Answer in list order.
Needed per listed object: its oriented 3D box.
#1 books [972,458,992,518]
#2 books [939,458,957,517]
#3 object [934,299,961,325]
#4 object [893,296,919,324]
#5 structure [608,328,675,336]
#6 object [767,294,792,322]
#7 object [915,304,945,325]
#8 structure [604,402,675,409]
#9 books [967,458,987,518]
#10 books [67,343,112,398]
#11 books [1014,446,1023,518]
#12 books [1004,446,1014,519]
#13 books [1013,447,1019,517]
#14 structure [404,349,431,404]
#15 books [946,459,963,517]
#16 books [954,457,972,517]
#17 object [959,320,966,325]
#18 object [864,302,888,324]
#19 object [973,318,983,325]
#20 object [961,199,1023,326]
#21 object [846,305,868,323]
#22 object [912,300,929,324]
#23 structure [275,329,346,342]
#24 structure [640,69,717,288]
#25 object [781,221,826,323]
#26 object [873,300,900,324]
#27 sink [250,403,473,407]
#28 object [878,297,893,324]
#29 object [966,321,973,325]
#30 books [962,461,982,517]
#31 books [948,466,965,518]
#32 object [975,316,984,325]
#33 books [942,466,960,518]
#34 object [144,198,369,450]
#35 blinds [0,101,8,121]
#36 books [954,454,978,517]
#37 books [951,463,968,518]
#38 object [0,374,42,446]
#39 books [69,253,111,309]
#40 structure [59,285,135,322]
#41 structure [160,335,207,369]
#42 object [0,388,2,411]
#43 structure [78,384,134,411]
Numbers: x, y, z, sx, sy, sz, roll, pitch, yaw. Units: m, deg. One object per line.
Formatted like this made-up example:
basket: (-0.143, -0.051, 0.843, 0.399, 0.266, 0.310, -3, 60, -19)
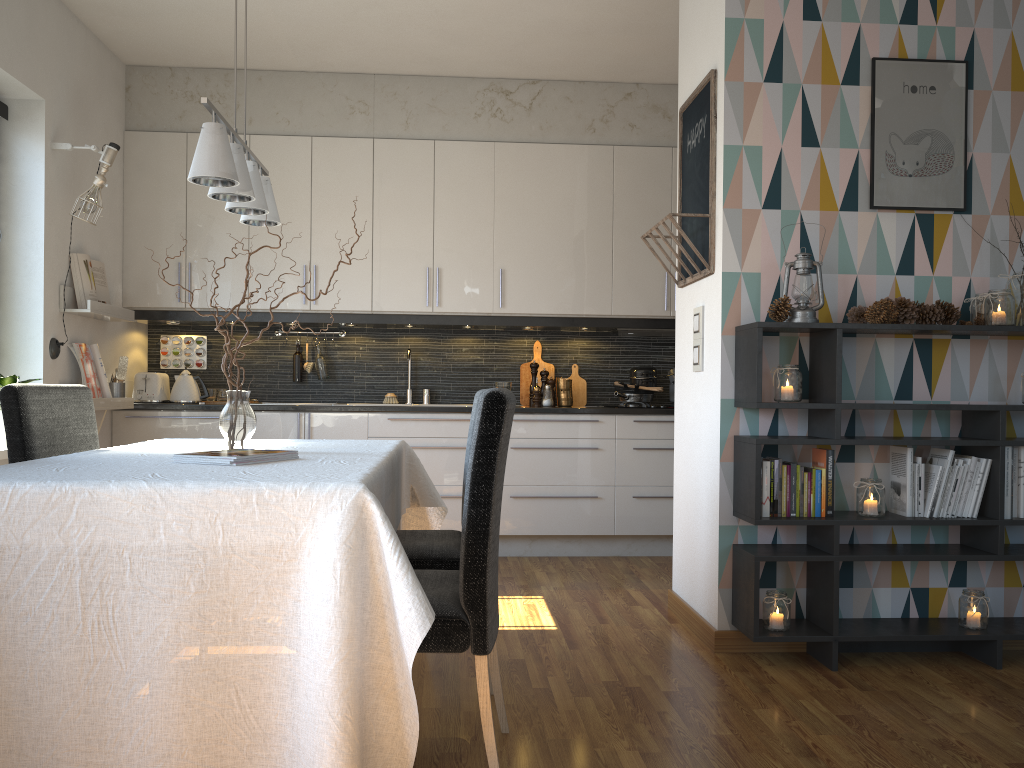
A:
books: (1.658, 0.370, 3.195, 0.067, 0.210, 0.135, 1, 0, -4)
books: (1.541, 0.369, 3.208, 0.067, 0.210, 0.135, 1, 0, -4)
object: (1.566, -0.257, 3.195, 0.092, 0.100, 0.083, 1, 0, 21)
object: (1.395, -0.257, 3.161, 0.108, 0.108, 0.094, 1, 0, -36)
structure: (0.935, -0.360, 5.527, 0.623, 0.148, 0.362, 1, 0, -4)
object: (0.941, -0.264, 3.114, 0.086, 0.101, 0.078, 1, 0, 10)
object: (1.486, -0.243, 3.171, 0.106, 0.086, 0.091, 1, 0, 10)
structure: (0.930, 0.130, 5.395, 0.662, 0.041, 0.500, 1, -1, -4)
books: (1.645, 0.370, 3.207, 0.067, 0.210, 0.135, 1, 0, -4)
books: (-2.126, -0.044, 4.485, 0.138, 0.330, 0.283, 1, 0, -6)
books: (1.808, 0.345, 3.228, 0.015, 0.264, 0.167, 1, 0, -4)
books: (1.734, 0.343, 3.193, 0.048, 0.265, 0.161, 1, 0, -4)
books: (1.789, 0.352, 3.240, 0.019, 0.250, 0.159, 1, 0, -4)
structure: (-0.576, -0.044, 5.499, 0.167, 0.347, 0.195, 1, 0, -12)
books: (1.562, 0.371, 3.197, 0.063, 0.207, 0.118, 1, 0, -4)
books: (1.595, 0.370, 3.212, 0.067, 0.210, 0.135, 1, 0, -4)
object: (1.650, -0.217, 3.240, 0.035, 0.035, 0.030, 1, 0, -31)
object: (1.274, -0.245, 3.104, 0.082, 0.085, 0.082, 1, 0, 11)
object: (1.661, -0.217, 3.158, 0.035, 0.035, 0.030, 1, 0, -6)
object: (1.851, -0.461, 3.129, 0.298, 0.522, 0.426, 1, 0, -7)
object: (1.245, -0.244, 3.169, 0.078, 0.084, 0.098, 1, 0, -3)
object: (1.484, -0.256, 3.239, 0.097, 0.102, 0.099, 1, 0, -34)
structure: (-1.260, -0.303, 5.523, 0.443, 0.081, 0.067, 1, 0, -4)
structure: (0.664, -0.804, 3.585, 0.185, 0.775, 0.495, 1, 0, -4)
object: (1.037, -0.401, 3.150, 0.154, 0.383, 0.163, 1, 0, 12)
object: (1.323, -0.252, 3.162, 0.110, 0.101, 0.114, 1, 0, -22)
sink: (-0.833, 0.204, 5.265, 1.421, 0.168, 0.475, 1, 0, -4)
object: (1.367, -0.265, 3.233, 0.090, 0.106, 0.097, 1, 0, 17)
object: (1.648, -0.213, 3.197, 0.026, 0.027, 0.030, 1, 0, 28)
books: (1.629, 0.375, 3.210, 0.067, 0.200, 0.129, 1, 0, -4)
books: (1.568, 0.382, 3.193, 0.058, 0.184, 0.119, 1, 0, -4)
object: (1.679, -0.221, 3.186, 0.038, 0.043, 0.039, 1, 0, 32)
books: (1.550, 0.381, 3.190, 0.058, 0.185, 0.119, 1, 0, -4)
object: (-0.791, -0.186, 2.706, 0.615, 0.785, 0.403, 1, 0, -29)
blinds: (-2.300, -0.566, 3.684, 0.049, 1.422, 0.710, 1, 0, -4)
books: (1.613, 0.366, 3.212, 0.077, 0.217, 0.134, 1, 0, -4)
books: (1.580, 0.379, 3.200, 0.063, 0.192, 0.124, 1, 0, -4)
object: (-2.180, 0.109, 3.809, 0.354, 0.316, 0.292, 1, 0, -13)
books: (-2.132, -0.497, 4.531, 0.109, 0.299, 0.364, 1, 0, -4)
structure: (-2.115, -0.407, 4.546, 0.147, 0.129, 0.594, 1, 0, -4)
structure: (-2.035, -0.197, 5.482, 0.279, 0.209, 0.045, 1, 0, -4)
object: (-2.100, 0.109, 3.415, 0.371, 0.308, 0.380, 1, 0, -29)
structure: (-2.120, 0.066, 4.548, 0.147, 0.129, 0.594, 1, 0, -4)
